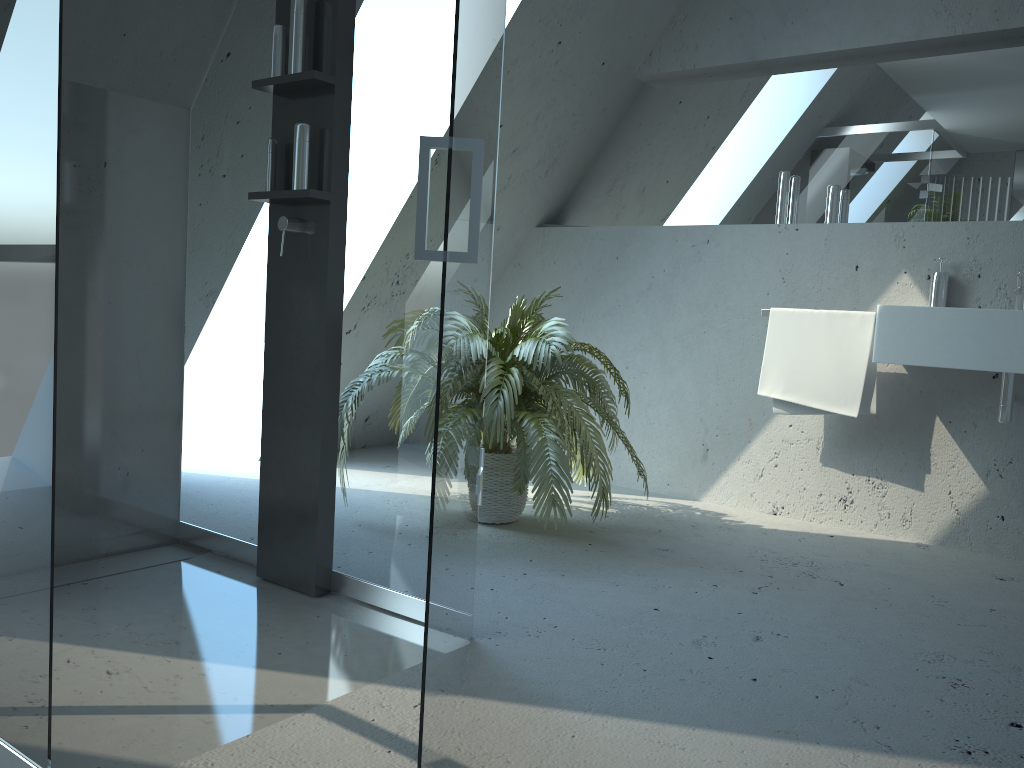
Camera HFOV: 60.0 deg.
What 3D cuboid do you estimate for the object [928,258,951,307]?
[{"bbox_3d":[1.597,-0.374,3.315,0.061,0.193,0.076,5,5,25],"label":"object"}]

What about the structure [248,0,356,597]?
[{"bbox_3d":[-0.723,-0.415,2.188,0.250,1.978,0.612,7,6,36],"label":"structure"}]

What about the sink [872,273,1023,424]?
[{"bbox_3d":[1.720,-0.125,3.056,0.800,0.526,0.429,7,6,36],"label":"sink"}]

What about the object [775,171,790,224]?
[{"bbox_3d":[1.147,-0.786,3.757,0.045,0.225,0.045,5,5,21],"label":"object"}]

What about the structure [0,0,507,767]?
[{"bbox_3d":[-0.640,-0.446,1.784,1.835,2.114,1.184,7,6,36],"label":"structure"}]

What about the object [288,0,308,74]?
[{"bbox_3d":[-0.555,-0.906,2.302,0.043,0.215,0.043,5,5,21],"label":"object"}]

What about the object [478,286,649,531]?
[{"bbox_3d":[-0.041,0.072,3.335,1.132,0.893,1.112,4,5,14],"label":"object"}]

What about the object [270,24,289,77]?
[{"bbox_3d":[-0.617,-0.877,2.352,0.043,0.144,0.023,1,5,-27],"label":"object"}]

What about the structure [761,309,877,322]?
[{"bbox_3d":[1.255,-0.268,3.506,0.480,0.030,0.206,7,6,36],"label":"structure"}]

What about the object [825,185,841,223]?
[{"bbox_3d":[1.315,-0.734,3.634,0.052,0.160,0.052,5,5,21],"label":"object"}]

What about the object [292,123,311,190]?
[{"bbox_3d":[-0.550,-0.591,2.314,0.043,0.175,0.023,4,5,6],"label":"object"}]

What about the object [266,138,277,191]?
[{"bbox_3d":[-0.648,-0.587,2.387,0.023,0.144,0.043,4,5,3],"label":"object"}]

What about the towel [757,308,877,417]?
[{"bbox_3d":[1.190,-0.075,3.448,0.455,0.429,0.063,7,6,37],"label":"towel"}]
